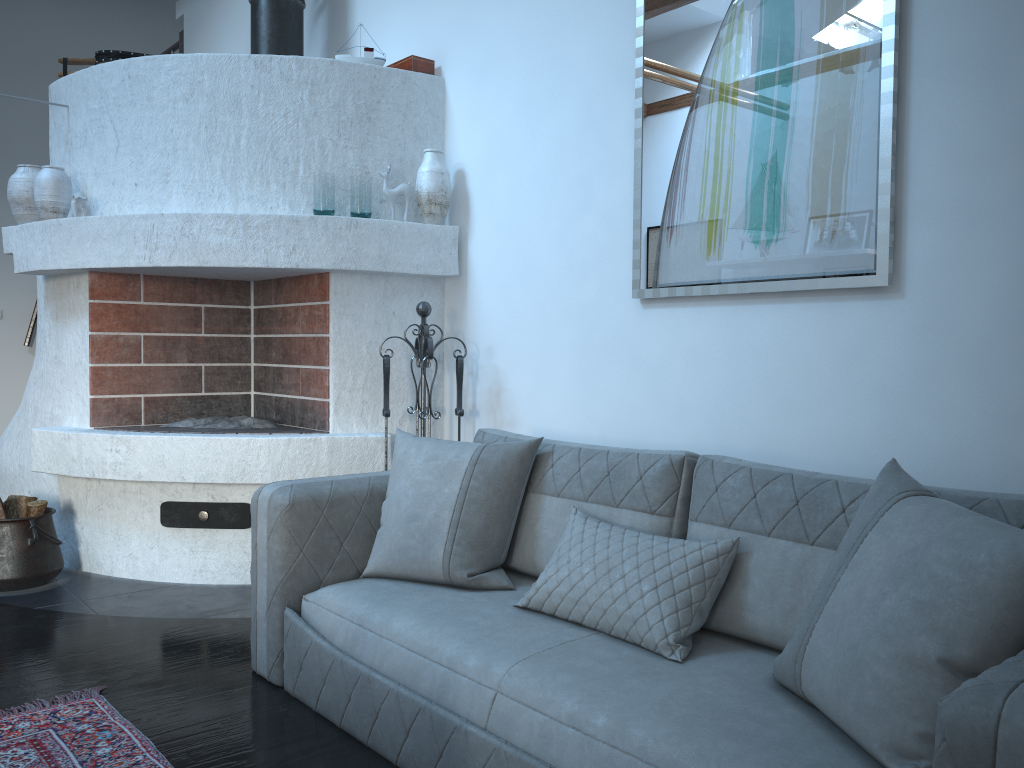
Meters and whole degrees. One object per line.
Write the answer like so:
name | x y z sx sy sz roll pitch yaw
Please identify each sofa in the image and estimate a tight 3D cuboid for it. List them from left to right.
sofa | 0.344 0.571 2.270 1.107 0.770 2.458 -1 3 -40

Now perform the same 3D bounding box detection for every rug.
rug | -0.976 0.974 1.216 1.512 0.029 2.647 -1 3 -40

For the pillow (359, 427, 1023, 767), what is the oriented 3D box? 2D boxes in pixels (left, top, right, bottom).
pillow | 0.284 0.397 2.185 0.444 0.515 2.075 -1 3 -40

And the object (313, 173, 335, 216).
object | -0.809 -0.810 3.815 0.092 0.180 0.092 0 2 -12

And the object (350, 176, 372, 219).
object | -0.660 -0.811 3.880 0.092 0.180 0.092 0 2 -17

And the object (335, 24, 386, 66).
object | -0.696 -1.552 4.083 0.231 0.221 0.066 0 2 -10

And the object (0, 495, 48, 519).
object | -2.191 0.633 3.865 0.270 0.370 0.240 -1 3 -40

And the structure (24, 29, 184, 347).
structure | -3.131 -0.885 6.822 0.781 3.267 1.897 -1 3 -40

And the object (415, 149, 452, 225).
object | -0.357 -0.873 4.023 0.165 0.368 0.165 1 2 22

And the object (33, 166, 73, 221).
object | -2.080 -0.843 4.020 0.158 0.274 0.158 1 2 -1

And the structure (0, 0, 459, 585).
structure | -1.274 -1.514 5.139 3.049 4.752 3.058 -1 3 -31

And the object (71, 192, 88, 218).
object | -1.919 -0.792 3.930 0.064 0.114 0.161 -1 3 -37

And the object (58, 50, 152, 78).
object | -1.771 -1.498 4.131 0.783 0.094 0.311 2 3 36

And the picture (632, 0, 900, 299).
picture | 0.763 -0.887 2.850 0.025 1.185 0.965 -1 3 -40

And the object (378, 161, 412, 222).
object | -0.522 -0.850 3.939 0.150 0.258 0.081 0 2 -6

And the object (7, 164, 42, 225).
object | -2.272 -0.871 4.196 0.203 0.314 0.203 2 3 34

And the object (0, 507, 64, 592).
object | -2.170 0.716 3.870 0.384 0.313 0.384 0 2 -14

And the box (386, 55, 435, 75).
box | -0.485 -1.482 4.212 0.127 0.078 0.229 -1 3 -40

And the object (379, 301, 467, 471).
object | -0.380 0.271 3.789 0.376 1.245 0.376 2 3 30
